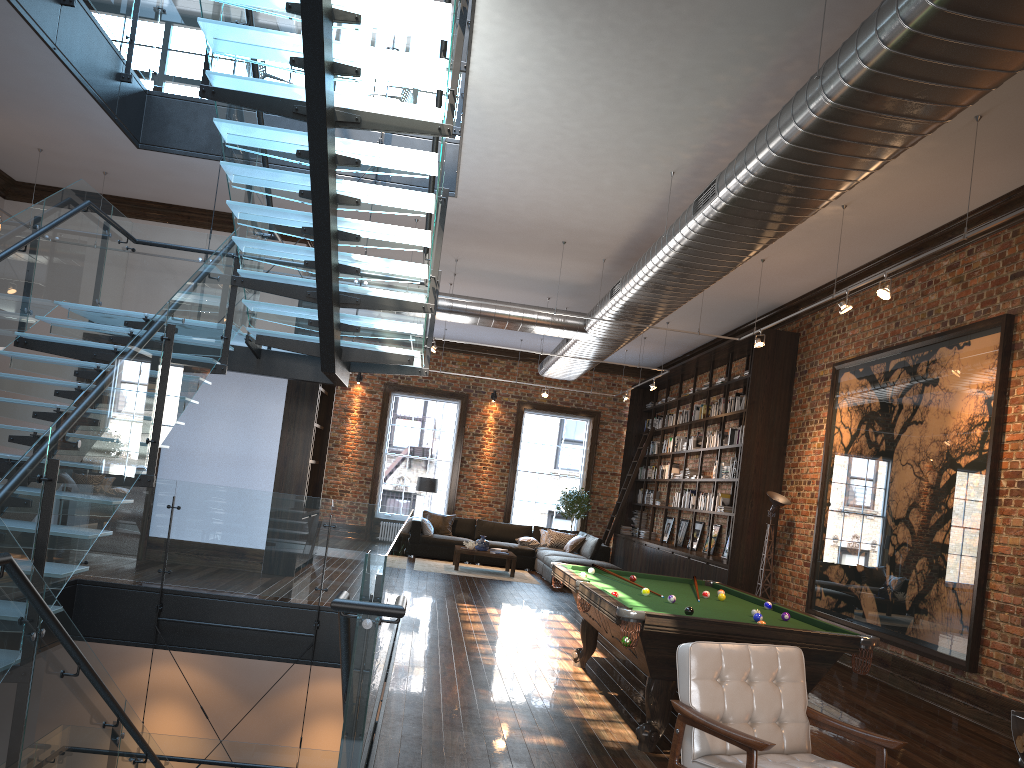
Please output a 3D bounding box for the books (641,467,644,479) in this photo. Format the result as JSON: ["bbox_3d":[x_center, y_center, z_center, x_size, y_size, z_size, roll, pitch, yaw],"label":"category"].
[{"bbox_3d":[2.867,1.922,18.981,0.170,0.281,0.027,7,-2,-5],"label":"books"}]

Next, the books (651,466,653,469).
[{"bbox_3d":[2.934,1.846,18.297,0.159,0.284,0.014,7,-2,-5],"label":"books"}]

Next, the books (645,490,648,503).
[{"bbox_3d":[2.870,2.348,18.359,0.188,0.295,0.024,7,-2,-5],"label":"books"}]

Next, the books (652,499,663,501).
[{"bbox_3d":[2.933,2.334,17.828,0.159,0.007,0.325,8,-7,-5],"label":"books"}]

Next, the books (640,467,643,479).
[{"bbox_3d":[2.849,1.932,19.046,0.189,0.271,0.013,7,-2,-5],"label":"books"}]

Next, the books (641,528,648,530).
[{"bbox_3d":[2.719,3.011,18.467,0.176,0.005,0.290,7,-7,1],"label":"books"}]

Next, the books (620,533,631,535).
[{"bbox_3d":[2.430,3.204,18.939,0.207,0.013,0.281,8,-7,-4],"label":"books"}]

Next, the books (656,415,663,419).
[{"bbox_3d":[3.057,0.820,18.320,0.168,0.336,0.016,7,-2,-5],"label":"books"}]

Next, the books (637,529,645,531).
[{"bbox_3d":[2.720,3.044,18.466,0.176,0.005,0.288,8,-7,-8],"label":"books"}]

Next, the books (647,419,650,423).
[{"bbox_3d":[2.986,0.919,19.093,0.180,0.306,0.014,7,-2,-5],"label":"books"}]

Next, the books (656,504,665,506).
[{"bbox_3d":[2.950,2.389,17.479,0.161,0.005,0.290,8,-7,-5],"label":"books"}]

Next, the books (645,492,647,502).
[{"bbox_3d":[2.867,2.377,18.431,0.179,0.255,0.031,7,-2,-5],"label":"books"}]

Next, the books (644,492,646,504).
[{"bbox_3d":[2.843,2.391,18.524,0.188,0.243,0.026,8,-2,-5],"label":"books"}]

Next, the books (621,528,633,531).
[{"bbox_3d":[2.443,3.105,18.943,0.205,0.015,0.266,8,-7,-7],"label":"books"}]

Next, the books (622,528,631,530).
[{"bbox_3d":[2.436,3.090,18.942,0.185,0.013,0.273,7,-7,-2],"label":"books"}]

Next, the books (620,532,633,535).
[{"bbox_3d":[2.438,3.193,18.940,0.210,0.011,0.273,8,-7,-8],"label":"books"}]

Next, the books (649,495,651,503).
[{"bbox_3d":[2.900,2.377,18.159,0.160,0.197,0.028,8,-2,-5],"label":"books"}]

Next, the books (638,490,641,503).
[{"bbox_3d":[2.812,2.427,19.059,0.181,0.293,0.051,7,-2,-5],"label":"books"}]

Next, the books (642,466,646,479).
[{"bbox_3d":[2.870,1.894,18.812,0.187,0.296,0.016,7,-2,-5],"label":"books"}]

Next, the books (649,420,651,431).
[{"bbox_3d":[2.996,0.900,18.735,0.191,0.262,0.066,7,-2,-5],"label":"books"}]

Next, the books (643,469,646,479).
[{"bbox_3d":[2.868,1.917,18.750,0.189,0.236,0.025,8,-2,-5],"label":"books"}]

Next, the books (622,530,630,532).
[{"bbox_3d":[2.421,3.131,18.940,0.158,0.011,0.252,7,-7,0],"label":"books"}]

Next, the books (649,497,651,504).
[{"bbox_3d":[2.896,2.378,18.114,0.148,0.183,0.060,8,-3,-5],"label":"books"}]

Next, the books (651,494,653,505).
[{"bbox_3d":[2.911,2.350,18.045,0.139,0.226,0.030,7,-2,-5],"label":"books"}]

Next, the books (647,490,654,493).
[{"bbox_3d":[2.869,2.342,18.340,0.165,0.303,0.013,7,-2,-5],"label":"books"}]

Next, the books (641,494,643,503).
[{"bbox_3d":[2.824,2.436,18.740,0.168,0.201,0.034,8,-2,-5],"label":"books"}]

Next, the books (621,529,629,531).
[{"bbox_3d":[2.413,3.116,18.939,0.154,0.015,0.194,8,-7,-4],"label":"books"}]

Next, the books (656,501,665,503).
[{"bbox_3d":[2.958,2.329,17.477,0.161,0.005,0.290,8,-7,-4],"label":"books"}]

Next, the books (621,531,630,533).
[{"bbox_3d":[2.414,3.158,18.939,0.170,0.008,0.261,8,-7,-5],"label":"books"}]

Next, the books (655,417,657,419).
[{"bbox_3d":[3.042,0.862,18.594,0.129,0.313,0.033,7,-2,-5],"label":"books"}]

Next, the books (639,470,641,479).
[{"bbox_3d":[2.847,1.974,19.133,0.189,0.209,0.028,8,-2,-5],"label":"books"}]

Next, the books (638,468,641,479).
[{"bbox_3d":[2.832,1.949,19.154,0.187,0.260,0.014,7,-2,-5],"label":"books"}]

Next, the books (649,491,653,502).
[{"bbox_3d":[2.903,2.338,18.195,0.159,0.284,0.014,7,-2,-5],"label":"books"}]

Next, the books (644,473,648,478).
[{"bbox_3d":[2.881,1.922,18.672,0.187,0.210,0.035,8,-2,-5],"label":"books"}]

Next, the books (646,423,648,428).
[{"bbox_3d":[2.970,0.958,19.062,0.188,0.218,0.016,8,-2,-5],"label":"books"}]

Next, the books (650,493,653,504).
[{"bbox_3d":[2.900,2.350,18.072,0.164,0.231,0.026,7,-2,-5],"label":"books"}]

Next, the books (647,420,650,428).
[{"bbox_3d":[2.984,0.920,18.943,0.177,0.268,0.029,7,-2,-5],"label":"books"}]

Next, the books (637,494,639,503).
[{"bbox_3d":[2.788,2.479,19.089,0.176,0.190,0.032,8,-2,-5],"label":"books"}]

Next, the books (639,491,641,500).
[{"bbox_3d":[2.808,2.427,18.936,0.174,0.261,0.015,7,-2,-5],"label":"books"}]

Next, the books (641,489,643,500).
[{"bbox_3d":[2.830,2.393,18.791,0.184,0.299,0.015,7,-2,-5],"label":"books"}]

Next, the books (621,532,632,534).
[{"bbox_3d":[2.434,3.180,18.940,0.201,0.012,0.246,7,-7,-1],"label":"books"}]

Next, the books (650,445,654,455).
[{"bbox_3d":[2.973,1.380,18.369,0.191,0.228,0.034,8,-2,-5],"label":"books"}]

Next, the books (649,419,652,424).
[{"bbox_3d":[3.005,0.899,18.808,0.189,0.282,0.032,7,-2,-5],"label":"books"}]

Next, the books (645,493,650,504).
[{"bbox_3d":[2.859,2.361,18.216,0.212,0.232,0.019,8,-2,-5],"label":"books"}]

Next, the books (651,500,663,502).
[{"bbox_3d":[2.918,2.352,17.827,0.160,0.007,0.328,8,-7,-9],"label":"books"}]

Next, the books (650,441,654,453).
[{"bbox_3d":[2.978,1.351,18.431,0.189,0.302,0.014,7,-2,-5],"label":"books"}]

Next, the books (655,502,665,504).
[{"bbox_3d":[2.947,2.350,17.476,0.161,0.005,0.293,8,-7,-9],"label":"books"}]

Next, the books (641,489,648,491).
[{"bbox_3d":[2.823,2.408,19.001,0.157,0.317,0.013,7,-2,-5],"label":"books"}]

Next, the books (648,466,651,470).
[{"bbox_3d":[2.897,1.883,18.699,0.179,0.298,0.015,7,-2,-5],"label":"books"}]

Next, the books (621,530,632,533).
[{"bbox_3d":[2.435,3.148,18.941,0.200,0.019,0.256,7,-7,-3],"label":"books"}]

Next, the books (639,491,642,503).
[{"bbox_3d":[2.816,2.424,18.916,0.177,0.265,0.026,7,-2,-5],"label":"books"}]

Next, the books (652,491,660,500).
[{"bbox_3d":[2.918,2.320,18.016,0.129,0.281,0.030,7,-2,-5],"label":"books"}]

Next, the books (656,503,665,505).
[{"bbox_3d":[2.946,2.366,17.479,0.160,0.005,0.327,8,-7,-8],"label":"books"}]
